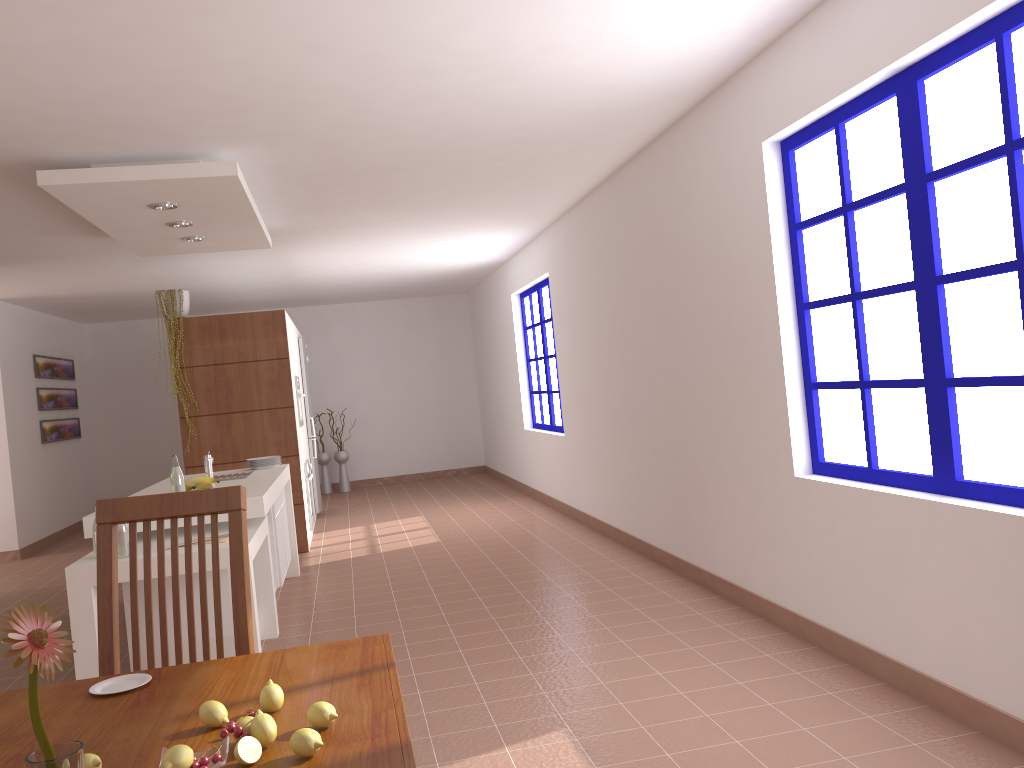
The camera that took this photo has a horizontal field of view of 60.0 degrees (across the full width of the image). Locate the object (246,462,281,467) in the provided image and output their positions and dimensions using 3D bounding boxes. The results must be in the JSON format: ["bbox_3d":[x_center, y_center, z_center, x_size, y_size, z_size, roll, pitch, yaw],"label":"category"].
[{"bbox_3d":[-1.734,0.567,6.205,0.228,0.020,0.228,-6,0,-29],"label":"object"}]

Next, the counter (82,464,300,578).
[{"bbox_3d":[-1.770,0.998,5.279,0.821,0.800,2.156,-6,0,-11],"label":"counter"}]

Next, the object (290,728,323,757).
[{"bbox_3d":[-0.291,0.505,1.251,0.043,0.038,0.043,-6,0,-22],"label":"object"}]

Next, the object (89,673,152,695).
[{"bbox_3d":[-0.732,0.564,1.659,0.108,0.008,0.108,-5,0,44],"label":"object"}]

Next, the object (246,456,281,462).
[{"bbox_3d":[-1.738,0.527,6.205,0.228,0.020,0.228,-6,0,-29],"label":"object"}]

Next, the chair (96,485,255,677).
[{"bbox_3d":[-0.724,0.776,1.784,0.444,1.063,0.574,-6,0,-1],"label":"chair"}]

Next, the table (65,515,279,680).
[{"bbox_3d":[-1.560,1.058,4.246,0.737,0.647,1.003,-6,0,-11],"label":"table"}]

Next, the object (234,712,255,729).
[{"bbox_3d":[-0.395,0.497,1.313,0.034,0.011,0.037,-5,0,39],"label":"object"}]

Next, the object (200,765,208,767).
[{"bbox_3d":[-0.420,0.527,1.208,0.013,0.014,0.014,-6,0,18],"label":"object"}]

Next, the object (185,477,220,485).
[{"bbox_3d":[-1.766,0.552,5.044,0.207,0.055,0.047,-6,0,-34],"label":"object"}]

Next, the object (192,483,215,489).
[{"bbox_3d":[-1.740,0.577,5.025,0.207,0.033,0.060,-6,0,34],"label":"object"}]

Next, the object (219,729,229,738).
[{"bbox_3d":[-0.438,0.532,1.349,0.014,0.014,0.012,-6,0,-22],"label":"object"}]

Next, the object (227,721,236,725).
[{"bbox_3d":[-0.415,0.506,1.314,0.013,0.014,0.014,-6,0,-43],"label":"object"}]

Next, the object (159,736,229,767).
[{"bbox_3d":[-0.439,0.523,1.217,0.092,0.032,0.091,-6,0,-11],"label":"object"}]

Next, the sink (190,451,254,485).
[{"bbox_3d":[-1.892,0.601,5.690,0.404,0.368,0.668,-6,0,-11],"label":"sink"}]

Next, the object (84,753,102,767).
[{"bbox_3d":[-0.593,0.535,1.234,0.041,0.041,0.042,-6,0,-25],"label":"object"}]

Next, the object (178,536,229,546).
[{"bbox_3d":[-1.371,0.713,4.049,0.266,0.006,0.168,-6,0,6],"label":"object"}]

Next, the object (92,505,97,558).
[{"bbox_3d":[-1.810,0.644,3.900,0.071,0.230,0.071,-6,0,-30],"label":"object"}]

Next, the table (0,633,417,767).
[{"bbox_3d":[-1.014,0.969,1.240,1.800,0.740,0.900,-6,0,-11],"label":"table"}]

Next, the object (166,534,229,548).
[{"bbox_3d":[-1.415,0.711,4.013,0.375,0.008,0.041,-6,0,-44],"label":"object"}]

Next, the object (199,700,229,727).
[{"bbox_3d":[-0.472,0.522,1.404,0.041,0.041,0.042,-6,0,-36],"label":"object"}]

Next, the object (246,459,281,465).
[{"bbox_3d":[-1.736,0.547,6.205,0.228,0.020,0.228,-6,0,-29],"label":"object"}]

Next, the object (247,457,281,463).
[{"bbox_3d":[-1.737,0.537,6.205,0.228,0.020,0.228,-6,0,-29],"label":"object"}]

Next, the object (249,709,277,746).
[{"bbox_3d":[-0.365,0.505,1.300,0.039,0.049,0.039,-6,0,-3],"label":"object"}]

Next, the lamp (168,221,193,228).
[{"bbox_3d":[-1.972,-0.967,5.270,0.143,0.059,0.143,-6,0,17],"label":"lamp"}]

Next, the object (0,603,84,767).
[{"bbox_3d":[-0.351,0.350,0.689,0.050,0.365,0.085,-6,0,-13],"label":"object"}]

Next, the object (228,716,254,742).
[{"bbox_3d":[-0.395,0.516,1.323,0.041,0.039,0.044,-5,0,43],"label":"object"}]

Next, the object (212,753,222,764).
[{"bbox_3d":[-0.407,0.517,1.224,0.014,0.014,0.012,-6,0,2],"label":"object"}]

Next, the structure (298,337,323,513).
[{"bbox_3d":[-2.159,0.430,9.534,0.089,1.862,0.604,-6,0,-11],"label":"structure"}]

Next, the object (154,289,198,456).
[{"bbox_3d":[-2.684,-0.089,7.131,0.279,1.344,0.297,-5,0,38],"label":"object"}]

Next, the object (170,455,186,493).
[{"bbox_3d":[-1.681,0.469,4.448,0.071,0.230,0.071,-6,0,-30],"label":"object"}]

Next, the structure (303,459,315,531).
[{"bbox_3d":[-1.836,0.999,8.080,0.058,0.592,0.596,-6,0,-11],"label":"structure"}]

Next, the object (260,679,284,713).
[{"bbox_3d":[-0.394,0.512,1.452,0.038,0.053,0.039,-6,0,24],"label":"object"}]

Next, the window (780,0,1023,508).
[{"bbox_3d":[1.396,-0.339,2.969,0.035,1.430,1.699,-6,0,-11],"label":"window"}]

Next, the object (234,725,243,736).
[{"bbox_3d":[-0.397,0.503,1.287,0.012,0.014,0.014,-6,0,-30],"label":"object"}]

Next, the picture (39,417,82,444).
[{"bbox_3d":[-5.103,0.519,10.054,0.015,0.248,1.408,-6,0,-11],"label":"picture"}]

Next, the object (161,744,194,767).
[{"bbox_3d":[-0.456,0.513,1.211,0.043,0.038,0.042,-6,0,-34],"label":"object"}]

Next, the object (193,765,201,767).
[{"bbox_3d":[-0.431,0.528,1.213,0.014,0.013,0.014,-6,0,13],"label":"object"}]

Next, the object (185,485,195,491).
[{"bbox_3d":[-1.847,0.588,5.031,0.060,0.033,0.207,-6,0,-31],"label":"object"}]

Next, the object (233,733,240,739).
[{"bbox_3d":[-0.400,0.510,1.293,0.012,0.014,0.014,-6,0,-30],"label":"object"}]

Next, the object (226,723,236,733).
[{"bbox_3d":[-0.412,0.504,1.299,0.014,0.014,0.012,-6,0,10],"label":"object"}]

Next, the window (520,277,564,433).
[{"bbox_3d":[0.330,-0.256,8.566,0.035,1.430,1.699,-6,0,-11],"label":"window"}]

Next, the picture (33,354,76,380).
[{"bbox_3d":[-5.172,-0.178,10.051,0.015,0.248,1.408,-6,0,-11],"label":"picture"}]

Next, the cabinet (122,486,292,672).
[{"bbox_3d":[-1.751,1.046,5.225,0.737,0.700,2.048,-6,0,-11],"label":"cabinet"}]

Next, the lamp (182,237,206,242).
[{"bbox_3d":[-2.066,-0.960,5.760,0.143,0.059,0.143,-6,0,17],"label":"lamp"}]

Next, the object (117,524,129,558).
[{"bbox_3d":[-1.687,0.632,3.824,0.071,0.230,0.071,-6,0,-30],"label":"object"}]

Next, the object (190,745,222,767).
[{"bbox_3d":[-0.424,0.523,1.237,0.040,0.023,0.049,-6,0,35],"label":"object"}]

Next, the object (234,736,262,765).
[{"bbox_3d":[-0.373,0.514,1.245,0.033,0.036,0.039,-6,0,27],"label":"object"}]

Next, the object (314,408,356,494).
[{"bbox_3d":[-2.271,0.864,11.608,0.655,1.112,0.284,-6,0,8],"label":"object"}]

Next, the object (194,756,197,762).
[{"bbox_3d":[-0.446,0.526,1.238,0.014,0.014,0.013,-5,0,43],"label":"object"}]

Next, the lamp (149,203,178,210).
[{"bbox_3d":[-1.876,-0.975,4.774,0.143,0.059,0.143,-6,0,-28],"label":"lamp"}]

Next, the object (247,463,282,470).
[{"bbox_3d":[-1.733,0.578,6.206,0.228,0.020,0.228,-6,0,-29],"label":"object"}]

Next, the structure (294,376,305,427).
[{"bbox_3d":[-1.914,0.154,8.075,0.056,0.454,0.614,-6,0,-11],"label":"structure"}]

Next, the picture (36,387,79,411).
[{"bbox_3d":[-5.137,0.170,10.052,0.015,0.248,1.408,-6,0,-11],"label":"picture"}]

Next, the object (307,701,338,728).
[{"bbox_3d":[-0.291,0.505,1.355,0.043,0.038,0.043,-6,0,-22],"label":"object"}]

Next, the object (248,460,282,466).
[{"bbox_3d":[-1.735,0.557,6.205,0.228,0.020,0.228,-6,0,-29],"label":"object"}]
